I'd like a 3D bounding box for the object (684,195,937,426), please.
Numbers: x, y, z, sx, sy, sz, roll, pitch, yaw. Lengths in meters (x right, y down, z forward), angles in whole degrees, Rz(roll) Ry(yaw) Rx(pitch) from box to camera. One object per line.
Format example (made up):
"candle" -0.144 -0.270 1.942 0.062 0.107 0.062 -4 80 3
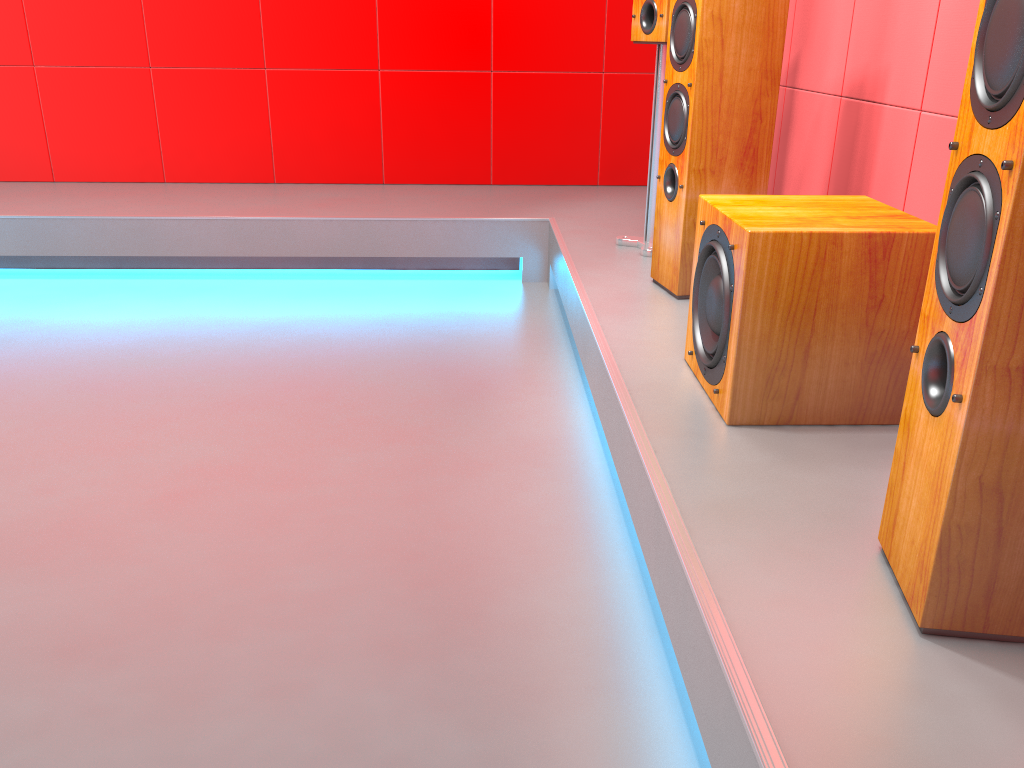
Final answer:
"object" 0.558 -0.157 1.728 0.360 0.360 0.360 0 22 -2

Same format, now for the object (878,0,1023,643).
"object" 0.614 -0.218 0.946 0.238 1.052 0.203 4 22 7

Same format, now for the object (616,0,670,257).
"object" 0.516 -0.951 2.784 0.265 1.058 0.231 -8 23 -21

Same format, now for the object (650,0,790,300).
"object" 0.536 -0.758 2.305 0.238 1.052 0.203 -4 22 -12
